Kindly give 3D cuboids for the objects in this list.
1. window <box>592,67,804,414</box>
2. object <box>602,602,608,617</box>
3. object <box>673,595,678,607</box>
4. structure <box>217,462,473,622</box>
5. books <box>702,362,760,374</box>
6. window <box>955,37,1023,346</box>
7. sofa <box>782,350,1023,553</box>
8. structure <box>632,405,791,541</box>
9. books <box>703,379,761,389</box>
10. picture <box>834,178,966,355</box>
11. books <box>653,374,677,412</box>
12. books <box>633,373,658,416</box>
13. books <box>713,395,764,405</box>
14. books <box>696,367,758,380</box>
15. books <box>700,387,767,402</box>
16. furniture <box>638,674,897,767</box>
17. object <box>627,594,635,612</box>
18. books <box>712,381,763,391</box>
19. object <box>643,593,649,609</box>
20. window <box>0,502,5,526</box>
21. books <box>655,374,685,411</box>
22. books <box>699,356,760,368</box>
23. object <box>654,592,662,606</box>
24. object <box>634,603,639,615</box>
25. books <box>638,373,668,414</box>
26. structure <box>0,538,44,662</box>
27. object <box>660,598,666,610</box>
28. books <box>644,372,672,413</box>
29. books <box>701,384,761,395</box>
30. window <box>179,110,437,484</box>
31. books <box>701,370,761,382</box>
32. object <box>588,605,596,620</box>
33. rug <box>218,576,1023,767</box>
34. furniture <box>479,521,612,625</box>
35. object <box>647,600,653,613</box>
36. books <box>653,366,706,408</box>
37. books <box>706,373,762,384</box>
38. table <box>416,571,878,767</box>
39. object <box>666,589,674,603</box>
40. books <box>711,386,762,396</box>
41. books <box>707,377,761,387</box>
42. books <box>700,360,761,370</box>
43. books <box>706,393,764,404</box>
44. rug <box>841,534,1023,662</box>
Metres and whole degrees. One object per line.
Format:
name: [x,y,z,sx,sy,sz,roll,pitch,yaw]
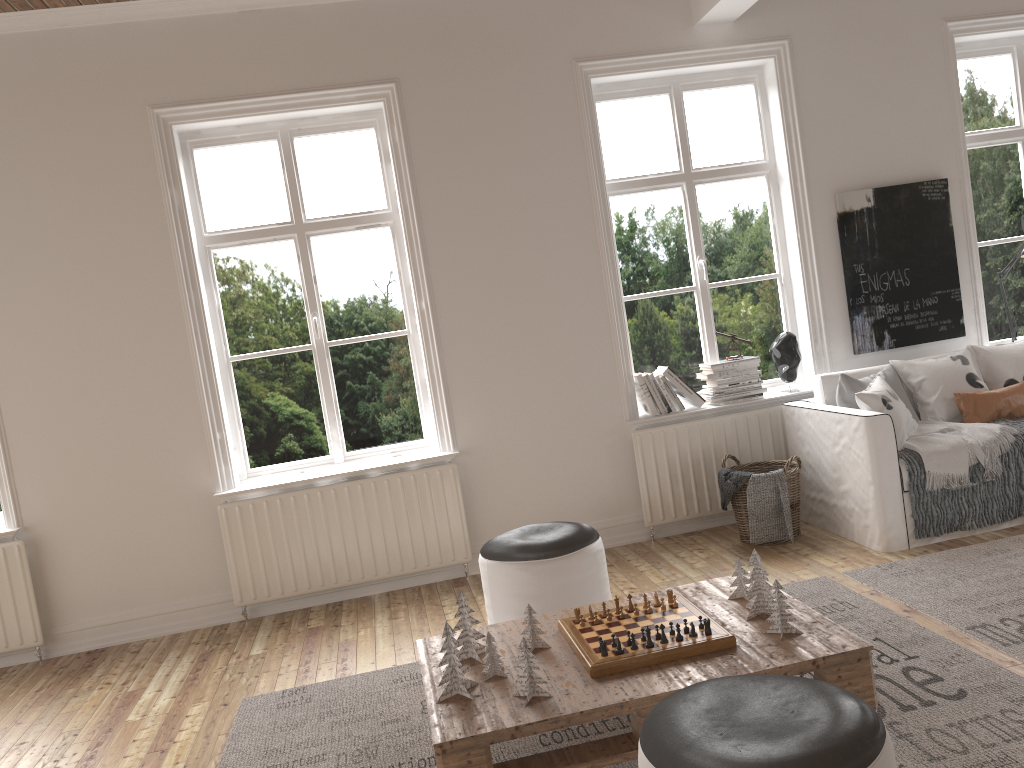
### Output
window: [1.054,-0.802,5.025,1.055,1.872,0.120,-9,4,-9]
object: [0.292,0.712,2.810,0.022,0.047,0.022,-7,4,23]
object: [0.514,0.684,2.798,0.017,0.037,0.017,-8,4,10]
structure: [-0.823,0.908,4.581,1.223,0.829,0.095,-9,4,-9]
books: [1.224,-0.091,4.975,0.273,0.021,0.174,-9,4,-9]
window: [3.167,-1.151,5.356,1.055,1.872,0.120,-9,4,-9]
sofa: [2.513,0.212,4.565,1.960,0.776,0.866,-9,4,-9]
structure: [1.295,0.558,4.913,1.223,0.829,0.095,-9,4,-9]
books: [1.231,-0.002,4.981,0.285,0.012,0.159,-9,4,-9]
picture: [2.205,-0.668,5.031,0.680,0.908,0.041,-9,4,-9]
books: [0.828,0.050,4.922,0.101,0.218,0.161,-9,4,-9]
books: [0.723,0.056,4.909,0.093,0.239,0.172,-9,4,-9]
books: [1.261,0.086,4.985,0.254,0.012,0.161,-9,4,-9]
books: [1.205,-0.066,4.989,0.296,0.028,0.180,-9,4,-9]
books: [1.243,0.055,4.986,0.331,0.025,0.176,-9,4,-9]
furniture: [0.537,0.886,1.856,0.518,0.430,0.518,-9,4,-6]
object: [0.377,0.694,2.824,0.025,0.055,0.025,-7,4,23]
books: [1.256,0.007,4.977,0.256,0.013,0.161,-9,4,-9]
object: [0.426,0.690,2.829,0.022,0.047,0.022,-7,4,23]
window: [-3.176,-0.105,4.363,1.055,1.872,0.120,-9,4,-9]
books: [0.867,0.047,4.923,0.118,0.213,0.161,-9,4,-9]
books: [1.213,-0.124,4.960,0.288,0.016,0.182,-9,4,-9]
object: [0.463,0.685,2.836,0.026,0.044,0.026,-6,5,36]
object: [0.389,0.704,2.779,0.017,0.037,0.017,-8,4,10]
books: [0.768,0.052,4.905,0.112,0.235,0.172,-9,4,-9]
structure: [-2.902,1.250,4.255,1.223,0.829,0.085,-9,4,-9]
object: [0.475,0.690,2.790,0.017,0.037,0.017,-8,4,10]
books: [0.799,0.048,4.913,0.104,0.232,0.152,-9,4,-9]
books: [1.231,0.024,4.998,0.288,0.016,0.182,-9,4,-9]
window: [-1.060,-0.454,4.694,1.055,1.872,0.120,-9,4,-9]
books: [1.231,-0.048,4.995,0.288,0.016,0.182,-9,4,-9]
object: [0.250,0.720,2.803,0.026,0.044,0.026,-6,5,36]
rug: [0.333,1.085,2.549,2.474,0.003,2.254,-9,4,-9]
furniture: [0.139,0.819,3.643,0.518,0.430,0.518,-8,4,12]
object: [0.432,0.697,2.784,0.017,0.037,0.017,-8,4,10]
books: [0.929,0.015,4.936,0.226,0.255,0.176,-9,4,-9]
books: [1.244,-0.032,4.984,0.263,0.017,0.167,-9,4,-9]
table: [0.346,0.923,2.663,1.189,0.300,0.821,-9,4,-9]
object: [0.507,0.680,2.842,0.019,0.040,0.019,-7,4,25]
books: [1.252,0.035,4.987,0.254,0.013,0.161,-9,4,-9]
books: [1.241,-0.016,4.976,0.254,0.012,0.161,-9,4,-9]
books: [1.219,-0.110,4.973,0.288,0.016,0.182,-9,4,-9]
books: [1.245,0.075,4.977,0.285,0.012,0.159,-9,4,-9]
rug: [2.819,0.675,2.938,2.474,0.003,2.254,-9,4,-9]
